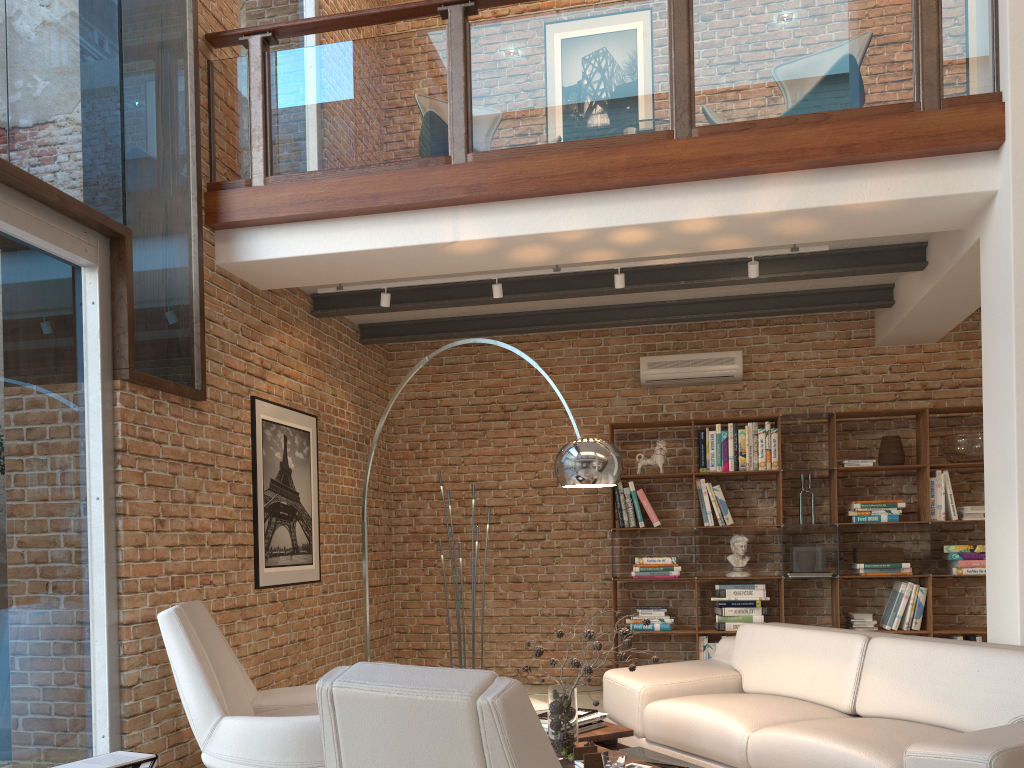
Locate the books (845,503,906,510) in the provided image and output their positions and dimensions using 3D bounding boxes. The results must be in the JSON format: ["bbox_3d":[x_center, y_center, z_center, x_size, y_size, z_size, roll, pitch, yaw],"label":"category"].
[{"bbox_3d":[2.806,0.946,6.746,0.380,0.036,0.248,-2,-10,5],"label":"books"}]

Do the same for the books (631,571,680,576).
[{"bbox_3d":[1.164,1.540,7.100,0.380,0.036,0.248,-2,-10,7],"label":"books"}]

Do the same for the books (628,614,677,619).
[{"bbox_3d":[1.143,1.898,7.109,0.380,0.018,0.248,-2,-10,4],"label":"books"}]

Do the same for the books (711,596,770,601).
[{"bbox_3d":[1.815,1.709,6.963,0.445,0.020,0.276,-3,-10,12],"label":"books"}]

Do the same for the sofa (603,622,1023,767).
[{"bbox_3d":[1.531,1.579,4.113,1.146,0.745,2.363,3,-10,-28],"label":"sofa"}]

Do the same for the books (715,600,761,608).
[{"bbox_3d":[1.797,1.746,6.955,0.327,0.055,0.259,-2,-10,6],"label":"books"}]

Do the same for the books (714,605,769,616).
[{"bbox_3d":[1.828,1.807,6.961,0.379,0.064,0.248,-1,-10,-2],"label":"books"}]

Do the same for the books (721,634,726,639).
[{"bbox_3d":[1.728,2.203,7.014,0.079,0.381,0.246,-1,-3,12],"label":"books"}]

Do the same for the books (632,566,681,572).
[{"bbox_3d":[1.173,1.502,7.091,0.380,0.036,0.248,-2,-10,5],"label":"books"}]

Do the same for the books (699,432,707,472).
[{"bbox_3d":[1.538,0.563,7.035,0.056,0.326,0.257,-1,-4,12],"label":"books"}]

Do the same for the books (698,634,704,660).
[{"bbox_3d":[1.525,2.213,7.033,0.036,0.379,0.246,-1,-3,12],"label":"books"}]

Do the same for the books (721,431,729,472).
[{"bbox_3d":[1.705,0.553,7.000,0.056,0.326,0.257,-1,-4,12],"label":"books"}]

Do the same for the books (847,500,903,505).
[{"bbox_3d":[2.807,0.921,6.766,0.356,0.020,0.276,-3,-10,10],"label":"books"}]

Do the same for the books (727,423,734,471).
[{"bbox_3d":[1.747,0.519,6.971,0.036,0.379,0.246,-1,-3,12],"label":"books"}]

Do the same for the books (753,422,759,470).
[{"bbox_3d":[1.933,0.510,6.942,0.036,0.379,0.246,-1,-3,12],"label":"books"}]

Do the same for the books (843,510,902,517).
[{"bbox_3d":[2.794,1.004,6.768,0.380,0.036,0.248,-3,-10,12],"label":"books"}]

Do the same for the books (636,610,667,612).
[{"bbox_3d":[1.141,1.851,7.140,0.236,0.018,0.173,-2,-10,5],"label":"books"}]

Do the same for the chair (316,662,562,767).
[{"bbox_3d":[0.012,1.126,2.097,1.032,1.004,0.980,-4,-6,28],"label":"chair"}]

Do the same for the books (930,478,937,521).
[{"bbox_3d":[3.189,0.889,6.676,0.056,0.326,0.257,-1,-4,12],"label":"books"}]

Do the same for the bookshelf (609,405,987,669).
[{"bbox_3d":[2.319,1.346,6.849,3.038,2.180,0.366,-3,0,12],"label":"bookshelf"}]

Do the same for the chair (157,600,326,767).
[{"bbox_3d":[-1.121,1.522,4.142,0.983,0.987,1.040,-1,-5,-4],"label":"chair"}]

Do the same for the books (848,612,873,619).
[{"bbox_3d":[2.717,1.807,6.803,0.132,0.033,0.209,-2,-10,6],"label":"books"}]

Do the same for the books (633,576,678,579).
[{"bbox_3d":[1.175,1.569,7.104,0.356,0.020,0.276,-3,-10,12],"label":"books"}]

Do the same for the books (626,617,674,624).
[{"bbox_3d":[1.130,1.928,7.122,0.380,0.036,0.248,-3,-10,12],"label":"books"}]

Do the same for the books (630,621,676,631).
[{"bbox_3d":[1.150,1.971,7.110,0.328,0.055,0.258,-5,-11,21],"label":"books"}]

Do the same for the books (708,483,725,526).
[{"bbox_3d":[1.645,0.973,7.016,0.125,0.345,0.274,-1,-4,12],"label":"books"}]

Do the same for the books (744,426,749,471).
[{"bbox_3d":[1.869,0.527,6.955,0.021,0.355,0.274,-1,-4,12],"label":"books"}]

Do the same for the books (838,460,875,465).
[{"bbox_3d":[2.660,0.606,6.738,0.236,0.018,0.173,-2,-10,5],"label":"books"}]

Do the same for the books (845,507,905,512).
[{"bbox_3d":[2.807,0.974,6.755,0.380,0.018,0.248,-2,-10,4],"label":"books"}]

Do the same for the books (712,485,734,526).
[{"bbox_3d":[1.689,0.977,6.992,0.158,0.325,0.257,-2,-4,12],"label":"books"}]

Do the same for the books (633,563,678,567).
[{"bbox_3d":[1.174,1.477,7.111,0.356,0.020,0.276,-3,-10,10],"label":"books"}]

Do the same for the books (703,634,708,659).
[{"bbox_3d":[1.564,2.214,7.041,0.036,0.379,0.246,-1,-3,12],"label":"books"}]

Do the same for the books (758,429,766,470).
[{"bbox_3d":[1.978,0.534,6.927,0.056,0.326,0.257,-1,-4,12],"label":"books"}]

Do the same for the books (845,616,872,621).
[{"bbox_3d":[2.704,1.833,6.802,0.162,0.017,0.256,-3,-10,11],"label":"books"}]

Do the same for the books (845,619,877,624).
[{"bbox_3d":[2.726,1.851,6.808,0.171,0.018,0.240,-2,-10,5],"label":"books"}]

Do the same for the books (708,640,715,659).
[{"bbox_3d":[1.609,2.236,7.023,0.057,0.326,0.257,-1,-4,12],"label":"books"}]

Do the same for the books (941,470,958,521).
[{"bbox_3d":[3.322,0.858,6.670,0.101,0.379,0.246,-1,-3,12],"label":"books"}]

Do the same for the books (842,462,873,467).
[{"bbox_3d":[2.664,0.631,6.730,0.206,0.033,0.134,-3,-10,12],"label":"books"}]

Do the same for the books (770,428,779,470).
[{"bbox_3d":[2.077,0.532,6.929,0.056,0.326,0.257,-1,-4,12],"label":"books"}]

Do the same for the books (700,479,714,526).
[{"bbox_3d":[1.567,0.958,7.012,0.103,0.379,0.246,-1,-3,12],"label":"books"}]

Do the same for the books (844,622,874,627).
[{"bbox_3d":[2.705,1.876,6.802,0.162,0.017,0.256,-2,-10,6],"label":"books"}]

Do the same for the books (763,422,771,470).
[{"bbox_3d":[2.025,0.505,6.923,0.036,0.379,0.246,-1,-3,12],"label":"books"}]

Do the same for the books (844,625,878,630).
[{"bbox_3d":[2.727,1.903,6.808,0.171,0.018,0.240,-1,-10,0],"label":"books"}]

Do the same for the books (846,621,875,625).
[{"bbox_3d":[2.718,1.864,6.802,0.156,0.008,0.246,-2,-10,6],"label":"books"}]

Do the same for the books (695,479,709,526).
[{"bbox_3d":[1.535,0.964,7.043,0.101,0.379,0.246,-1,-3,12],"label":"books"}]

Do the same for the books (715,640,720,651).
[{"bbox_3d":[1.663,2.231,7.006,0.056,0.326,0.257,-1,-4,12],"label":"books"}]

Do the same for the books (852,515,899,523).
[{"bbox_3d":[2.814,1.048,6.756,0.328,0.055,0.258,-5,-11,21],"label":"books"}]

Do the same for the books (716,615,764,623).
[{"bbox_3d":[1.821,1.870,6.979,0.363,0.055,0.286,-4,-10,14],"label":"books"}]

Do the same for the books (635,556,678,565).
[{"bbox_3d":[1.181,1.438,7.107,0.327,0.055,0.258,-4,-10,14],"label":"books"}]

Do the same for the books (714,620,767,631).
[{"bbox_3d":[1.820,1.926,6.960,0.380,0.064,0.248,-2,-10,6],"label":"books"}]

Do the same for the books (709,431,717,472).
[{"bbox_3d":[1.610,0.555,7.001,0.056,0.326,0.257,-1,-4,12],"label":"books"}]

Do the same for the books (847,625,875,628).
[{"bbox_3d":[2.719,1.889,6.803,0.156,0.008,0.246,-2,-10,6],"label":"books"}]

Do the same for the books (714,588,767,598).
[{"bbox_3d":[1.826,1.669,6.979,0.380,0.064,0.248,-2,-10,6],"label":"books"}]

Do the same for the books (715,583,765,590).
[{"bbox_3d":[1.820,1.618,6.975,0.380,0.036,0.248,-3,-10,12],"label":"books"}]

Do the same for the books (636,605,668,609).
[{"bbox_3d":[1.145,1.821,7.118,0.252,0.017,0.164,-3,-10,12],"label":"books"}]

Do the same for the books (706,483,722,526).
[{"bbox_3d":[1.622,0.973,7.011,0.125,0.345,0.274,-1,-4,12],"label":"books"}]

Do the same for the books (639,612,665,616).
[{"bbox_3d":[1.146,1.876,7.132,0.206,0.033,0.134,-3,-10,12],"label":"books"}]
